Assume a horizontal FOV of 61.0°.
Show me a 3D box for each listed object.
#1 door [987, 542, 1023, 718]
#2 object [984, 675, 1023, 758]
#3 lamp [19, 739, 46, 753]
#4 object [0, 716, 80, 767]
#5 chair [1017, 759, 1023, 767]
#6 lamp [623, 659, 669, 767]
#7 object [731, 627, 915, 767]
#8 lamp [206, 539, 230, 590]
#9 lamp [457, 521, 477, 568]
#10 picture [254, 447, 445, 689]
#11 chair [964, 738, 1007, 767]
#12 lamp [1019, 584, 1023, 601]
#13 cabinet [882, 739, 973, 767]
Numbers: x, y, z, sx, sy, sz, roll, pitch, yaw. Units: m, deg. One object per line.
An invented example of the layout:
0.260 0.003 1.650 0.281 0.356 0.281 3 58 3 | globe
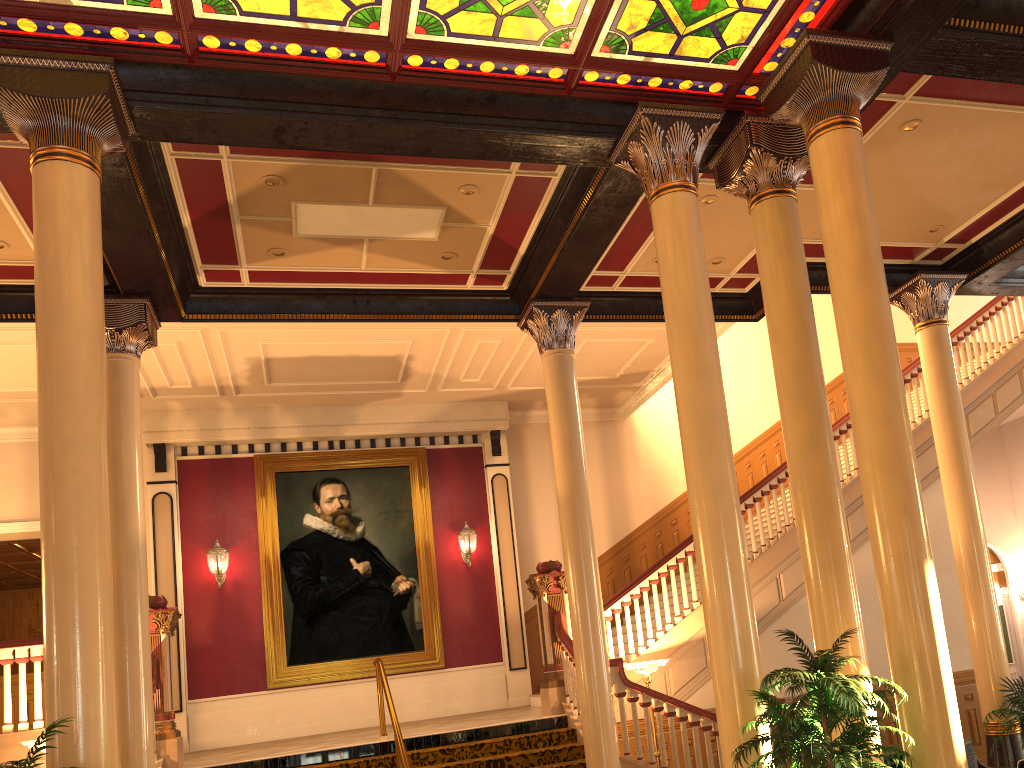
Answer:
9.049 4.689 16.577 1.500 3.389 0.203 -4 -9 -18 | door
5.291 3.598 8.680 0.978 1.398 1.183 -9 -13 12 | object
-4.041 4.177 7.761 0.600 1.960 0.576 -1 -11 -34 | lamp
-2.120 2.571 3.834 1.110 2.096 1.035 -1 -12 -27 | object
4.052 3.223 6.545 0.739 1.070 0.767 -6 -12 -1 | chair
1.582 4.052 9.527 0.578 1.960 0.597 -7 -9 2 | lamp
1.894 2.485 5.118 1.059 2.096 1.084 -13 -12 32 | object
-4.163 2.561 12.341 0.323 0.711 0.399 -4 -11 -16 | lamp
-0.687 2.482 13.427 0.323 0.711 0.399 -4 -11 -16 | lamp
-2.420 2.669 13.019 2.591 3.363 0.055 -3 -9 -18 | picture
4.396 3.689 7.816 0.714 0.896 0.635 5 -17 -45 | chair
9.935 4.007 16.686 0.273 0.485 0.375 -4 -12 -15 | lamp
3.914 4.025 8.571 1.276 0.845 0.557 -2 -12 -17 | cabinet
